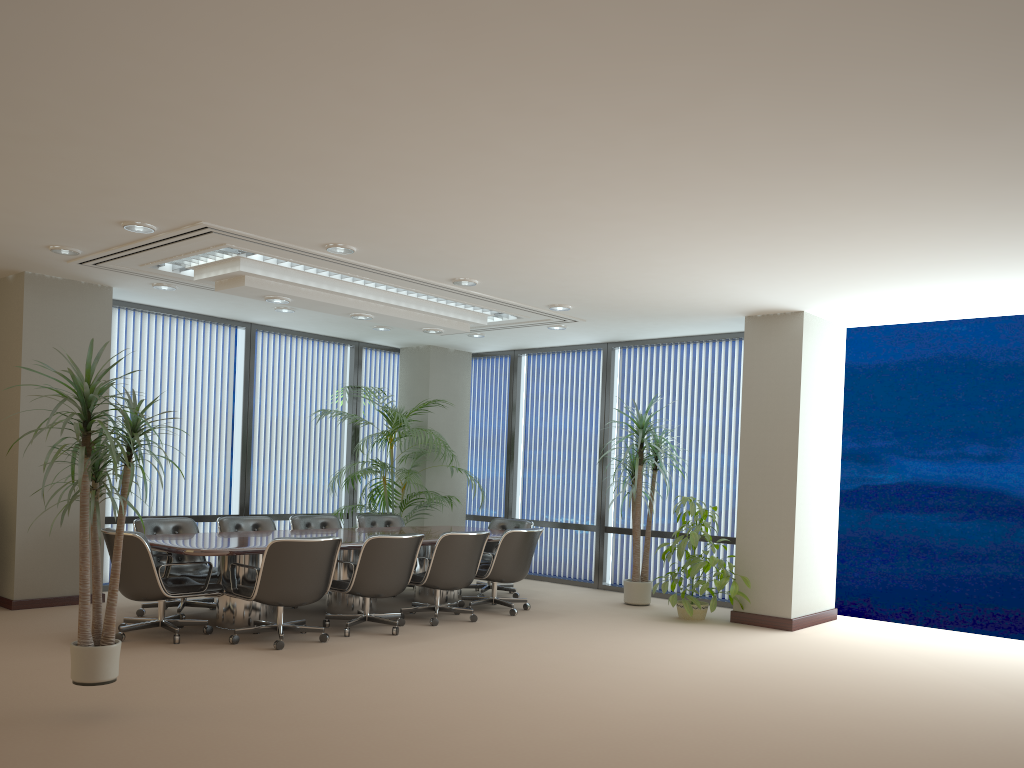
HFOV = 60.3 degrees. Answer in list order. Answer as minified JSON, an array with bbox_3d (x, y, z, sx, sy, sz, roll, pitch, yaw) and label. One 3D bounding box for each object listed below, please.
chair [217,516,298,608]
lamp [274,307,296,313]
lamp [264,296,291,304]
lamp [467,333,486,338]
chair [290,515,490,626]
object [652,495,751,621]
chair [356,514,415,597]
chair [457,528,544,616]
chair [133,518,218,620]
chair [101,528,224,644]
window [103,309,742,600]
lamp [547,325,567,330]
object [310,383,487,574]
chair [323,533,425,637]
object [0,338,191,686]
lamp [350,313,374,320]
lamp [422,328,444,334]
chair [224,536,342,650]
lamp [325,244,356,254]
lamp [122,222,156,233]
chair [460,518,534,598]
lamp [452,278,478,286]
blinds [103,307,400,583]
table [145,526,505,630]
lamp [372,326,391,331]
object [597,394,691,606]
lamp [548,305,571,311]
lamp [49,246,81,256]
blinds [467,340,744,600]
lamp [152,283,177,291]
[{"bbox_3d":[-2.474,1.757,8.726,0.852,0.858,0.761,0,-3,41],"label":"chair"},{"bbox_3d":[-2.406,-0.780,9.341,0.225,0.035,0.225,5,-6,-25],"label":"lamp"},{"bbox_3d":[-2.062,-0.734,7.755,0.226,0.035,0.225,6,-6,-31],"label":"lamp"},{"bbox_3d":[-0.430,-0.582,10.597,0.226,0.035,0.225,6,-7,-38],"label":"lamp"},{"bbox_3d":[-1.286,1.812,8.819,2.526,0.857,0.761,-2,-4,41],"label":"chair"},{"bbox_3d":[1.894,1.790,8.864,0.978,1.312,0.858,2,-1,12],"label":"object"},{"bbox_3d":[-1.331,1.923,9.980,0.761,0.858,0.852,4,-3,-44],"label":"chair"},{"bbox_3d":[-0.145,1.865,8.920,0.851,0.858,0.737,0,-3,36],"label":"chair"},{"bbox_3d":[-3.000,1.672,8.057,0.851,0.858,0.761,0,-3,36],"label":"chair"},{"bbox_3d":[-2.805,1.576,7.000,0.758,0.858,0.855,0,-3,41],"label":"chair"},{"bbox_3d":[-0.916,0.954,11.080,7.373,2.911,3.542,3,-3,-4],"label":"window"},{"bbox_3d":[0.498,-0.625,9.791,0.225,0.035,0.226,-1,-6,31],"label":"lamp"},{"bbox_3d":[-1.491,1.210,11.095,2.171,2.477,2.088,3,-2,-28],"label":"object"},{"bbox_3d":[-1.210,1.699,7.629,0.852,0.858,0.761,0,-3,41],"label":"chair"},{"bbox_3d":[-2.237,0.701,4.755,0.805,1.832,0.818,2,-1,16],"label":"object"},{"bbox_3d":[-1.444,-0.641,8.469,0.225,0.035,0.225,5,-6,-25],"label":"lamp"},{"bbox_3d":[-0.825,-0.548,9.183,0.225,0.035,0.225,5,-6,-25],"label":"lamp"},{"bbox_3d":[-1.821,1.614,6.993,0.856,0.858,0.756,0,-3,45],"label":"chair"},{"bbox_3d":[-1.283,-1.004,6.597,0.225,0.035,0.226,-1,-6,31],"label":"lamp"},{"bbox_3d":[-2.620,-1.095,6.194,0.225,0.035,0.226,-3,-8,44],"label":"lamp"},{"bbox_3d":[-0.205,1.968,10.000,0.758,0.858,0.855,0,-3,41],"label":"chair"},{"bbox_3d":[-0.408,-0.872,7.607,0.225,0.035,0.225,5,-6,-25],"label":"lamp"},{"bbox_3d":[-2.813,0.859,10.925,0.031,2.905,4.915,3,-3,41],"label":"blinds"},{"bbox_3d":[-1.539,1.826,8.512,1.506,0.748,4.086,-2,-7,41],"label":"table"},{"bbox_3d":[-1.530,-0.648,10.351,0.225,0.035,0.225,5,-6,-25],"label":"lamp"},{"bbox_3d":[1.429,1.278,9.678,1.016,2.313,1.033,2,-1,16],"label":"object"},{"bbox_3d":[0.468,-0.740,8.617,0.225,0.035,0.225,5,-6,-25],"label":"lamp"},{"bbox_3d":[-3.548,-1.052,7.000,0.226,0.035,0.225,6,-6,-31],"label":"lamp"},{"bbox_3d":[0.929,1.027,11.171,4.927,2.906,0.051,-1,-2,41],"label":"blinds"},{"bbox_3d":[-3.281,-0.912,8.331,0.226,0.035,0.225,6,-6,-31],"label":"lamp"}]
